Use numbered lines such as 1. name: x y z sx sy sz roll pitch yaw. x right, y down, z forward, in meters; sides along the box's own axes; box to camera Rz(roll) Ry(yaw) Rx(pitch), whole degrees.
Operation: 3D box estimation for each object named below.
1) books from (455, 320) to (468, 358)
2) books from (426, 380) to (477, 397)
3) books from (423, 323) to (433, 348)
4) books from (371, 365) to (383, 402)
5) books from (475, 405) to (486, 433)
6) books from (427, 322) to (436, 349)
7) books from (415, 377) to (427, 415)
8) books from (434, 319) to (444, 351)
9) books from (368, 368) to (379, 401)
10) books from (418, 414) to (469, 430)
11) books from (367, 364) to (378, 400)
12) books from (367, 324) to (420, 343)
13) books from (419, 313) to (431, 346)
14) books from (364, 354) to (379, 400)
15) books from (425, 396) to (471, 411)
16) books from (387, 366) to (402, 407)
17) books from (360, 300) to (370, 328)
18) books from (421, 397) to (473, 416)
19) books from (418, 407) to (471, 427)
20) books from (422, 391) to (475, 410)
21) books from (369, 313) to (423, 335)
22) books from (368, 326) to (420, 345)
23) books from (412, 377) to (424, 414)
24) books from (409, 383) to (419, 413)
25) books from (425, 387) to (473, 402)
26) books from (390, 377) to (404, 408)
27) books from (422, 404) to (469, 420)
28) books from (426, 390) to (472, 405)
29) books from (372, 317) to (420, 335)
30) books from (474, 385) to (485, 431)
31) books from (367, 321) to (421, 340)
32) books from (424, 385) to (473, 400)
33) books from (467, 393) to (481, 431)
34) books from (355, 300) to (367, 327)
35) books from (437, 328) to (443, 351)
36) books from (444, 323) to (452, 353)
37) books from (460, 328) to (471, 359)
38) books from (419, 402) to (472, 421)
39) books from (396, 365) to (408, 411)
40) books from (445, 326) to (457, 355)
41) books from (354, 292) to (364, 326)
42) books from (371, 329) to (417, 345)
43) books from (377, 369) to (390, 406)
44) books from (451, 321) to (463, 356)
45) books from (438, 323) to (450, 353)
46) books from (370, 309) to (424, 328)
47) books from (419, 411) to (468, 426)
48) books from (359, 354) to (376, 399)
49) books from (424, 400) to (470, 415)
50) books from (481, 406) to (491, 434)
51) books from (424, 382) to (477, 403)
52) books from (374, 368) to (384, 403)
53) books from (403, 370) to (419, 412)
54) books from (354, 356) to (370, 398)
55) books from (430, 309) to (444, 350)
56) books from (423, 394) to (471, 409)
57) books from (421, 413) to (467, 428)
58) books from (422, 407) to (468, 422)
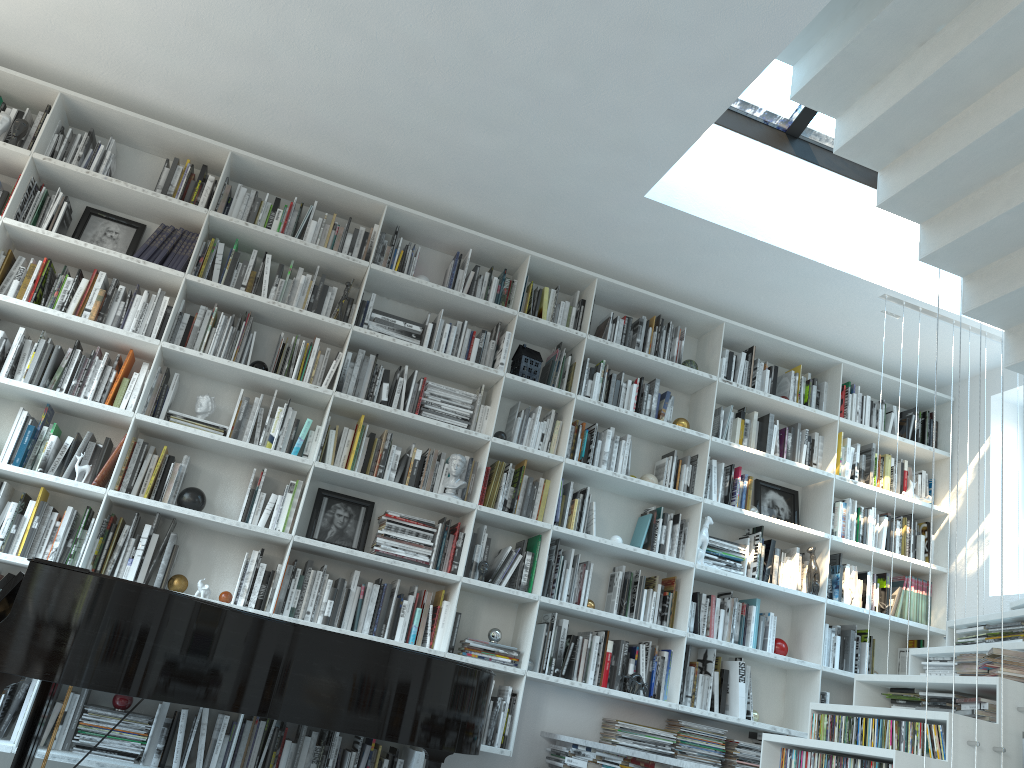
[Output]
1. books: -0.305 -0.199 4.914 0.023 0.268 0.185 17 -21 -14
2. books: -0.348 0.048 4.835 0.285 0.012 0.160 16 -21 -12
3. books: -0.485 -0.215 4.851 0.025 0.187 0.194 17 -21 -14
4. books: -0.733 0.038 4.695 0.014 0.249 0.173 17 -21 -14
5. books: -0.198 0.229 4.831 0.030 0.197 0.172 17 -21 -14
6. books: -0.468 -0.217 4.890 0.024 0.222 0.129 17 -21 -14
7. books: -0.508 0.103 4.737 0.013 0.246 0.177 17 -21 -14
8. books: -0.428 -0.221 4.877 0.021 0.236 0.172 17 -21 -14
9. books: -0.749 0.042 4.692 0.014 0.232 0.147 17 -21 -14
10. books: -0.385 0.228 4.770 0.285 0.012 0.160 17 -21 -13
11. books: -0.759 0.030 4.692 0.011 0.251 0.153 17 -21 -14
12. books: -0.654 -0.248 4.816 0.285 0.012 0.160 18 -21 -16
13. books: -0.498 -0.250 4.862 0.012 0.253 0.161 17 -21 -14
14. books: -0.763 0.004 4.695 0.011 0.299 0.180 17 -21 -14
15. books: -0.364 0.126 4.803 0.254 0.012 0.161 18 -22 -17
16. books: -0.643 0.051 4.731 0.022 0.284 0.131 17 -21 -14
17. books: -0.812 -0.327 4.781 0.013 0.217 0.141 17 -21 -14
18. books: -0.366 0.138 4.799 0.285 0.012 0.160 16 -21 -11
19. books: -0.377 0.193 4.778 0.285 0.012 0.160 18 -22 -17
20. books: -0.360 0.105 4.815 0.285 0.012 0.160 17 -21 -15
21. books: -0.640 -0.309 4.839 0.285 0.024 0.160 16 -21 -12
22. books: -0.656 -0.238 4.809 0.285 0.012 0.160 18 -22 -17
23. books: -0.525 0.103 4.745 0.015 0.244 0.183 17 -21 -14
24. books: -0.548 0.113 4.743 0.024 0.215 0.132 17 -21 -14
25. books: -0.355 0.081 4.822 0.254 0.012 0.161 16 -21 -12
26. books: -0.626 0.087 4.719 0.024 0.216 0.148 17 -21 -14
27. books: -0.373 0.171 4.788 0.254 0.012 0.161 18 -21 -16
28. books: -0.355 0.092 4.812 0.254 0.012 0.161 15 -21 -9
29. books: -0.644 -0.287 4.826 0.254 0.025 0.161 19 -22 -18
30. books: -0.206 0.169 4.849 0.012 0.317 0.140 17 -21 -14
31. books: -0.647 -0.266 4.815 0.285 0.024 0.160 15 -21 -9
32. books: -0.354 0.071 4.830 0.254 0.012 0.161 17 -21 -14
33. books: -0.219 0.191 4.821 0.012 0.253 0.161 17 -21 -14
34. books: -0.828 -0.329 4.761 0.027 0.200 0.168 17 -21 -14
35. books: -0.420 -0.197 4.886 0.011 0.203 0.133 17 -21 -14
36. books: -0.380 -0.206 4.901 0.012 0.243 0.132 17 -21 -14
37. books: -0.285 -0.173 4.903 0.023 0.222 0.191 17 -21 -14
38. books: -0.372 0.161 4.795 0.285 0.012 0.160 17 -21 -13
39. books: -0.594 0.062 4.741 0.049 0.290 0.162 17 -21 -14
40. books: -0.361 -0.191 4.893 0.028 0.218 0.184 17 -21 -14
41. books: -0.848 -0.353 4.784 0.012 0.253 0.161 17 -21 -14
42. books: -0.658 -0.227 4.805 0.254 0.012 0.161 18 -22 -17
43. books: -0.685 0.057 4.700 0.066 0.236 0.154 17 -21 -14
44. books: -0.335 -0.202 4.927 0.029 0.272 0.141 17 -21 -14
45. books: -0.397 -0.202 4.880 0.027 0.215 0.190 17 -21 -14
46. books: -0.637 -0.330 4.852 0.285 0.024 0.160 17 -21 -14
47. books: -0.381 0.205 4.778 0.254 0.012 0.161 17 -21 -15
48. books: -0.785 0.003 4.697 0.029 0.294 0.151 17 -21 -14
49. books: -0.370 0.150 4.799 0.254 0.012 0.161 17 -21 -13
50. books: -0.171 0.236 4.845 0.030 0.204 0.159 17 -21 -14
51. books: -0.348 0.057 4.824 0.285 0.012 0.160 19 -22 -19
52. books: -0.723 0.046 4.697 0.011 0.238 0.148 17 -21 -14
53. books: -0.559 0.078 4.733 0.021 0.268 0.192 17 -21 -14
54. books: -0.807 0.004 4.669 0.025 0.265 0.186 17 -21 -14
55. books: -0.433 -0.251 4.867 0.011 0.283 0.190 17 -21 -14
56. books: -0.362 0.116 4.809 0.254 0.012 0.161 16 -21 -12
57. books: -0.384 0.217 4.776 0.254 0.012 0.161 17 -21 -14
58. books: -0.376 0.182 4.784 0.254 0.012 0.161 16 -21 -12
